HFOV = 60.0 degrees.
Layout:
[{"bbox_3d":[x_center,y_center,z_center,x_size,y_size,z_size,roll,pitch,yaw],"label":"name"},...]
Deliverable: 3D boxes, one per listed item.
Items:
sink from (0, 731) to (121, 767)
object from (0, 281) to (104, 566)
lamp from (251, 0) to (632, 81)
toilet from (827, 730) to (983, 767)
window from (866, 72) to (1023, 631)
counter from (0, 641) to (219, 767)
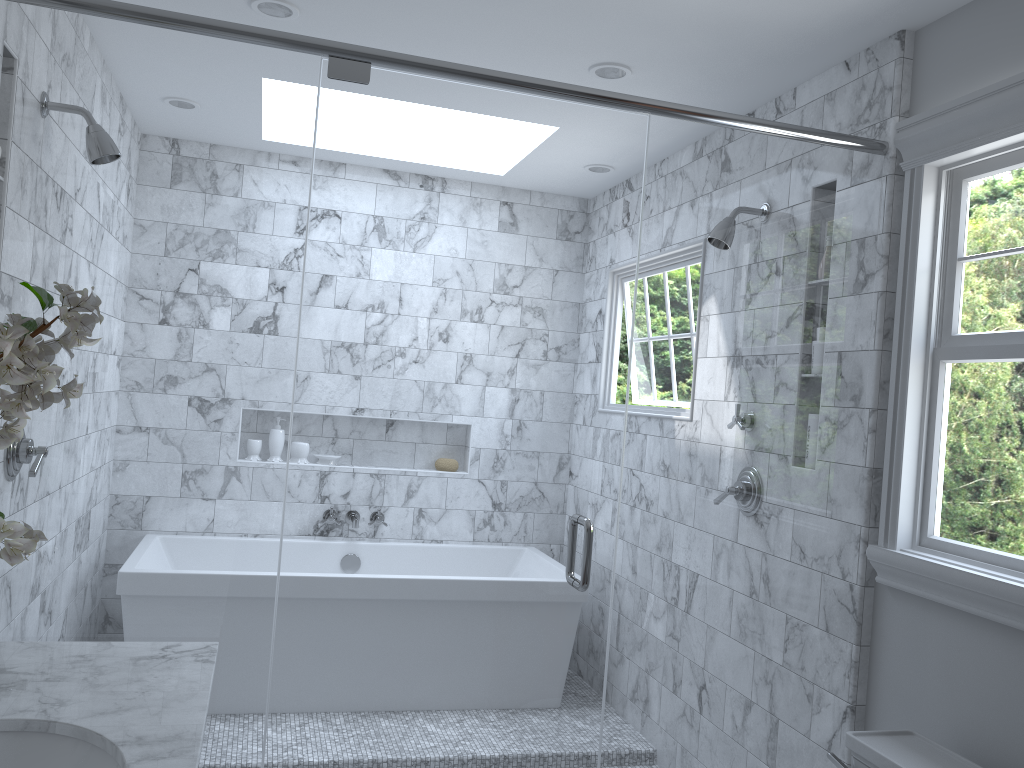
[{"bbox_3d":[-0.752,0.687,1.141,0.494,0.270,0.517,4,-1,33],"label":"sink"},{"bbox_3d":[-0.902,0.173,1.530,0.374,0.706,0.225,4,-1,15],"label":"object"},{"bbox_3d":[-0.318,-1.093,3.338,1.976,0.050,1.289,5,-1,-16],"label":"lamp"},{"bbox_3d":[0.646,1.167,1.842,0.722,0.727,0.490,5,-1,-16],"label":"toilet"},{"bbox_3d":[1.209,-0.083,1.939,0.149,1.248,1.040,5,-1,-16],"label":"window"},{"bbox_3d":[-0.744,0.915,1.018,0.638,0.983,1.657,5,-1,-16],"label":"counter"}]
